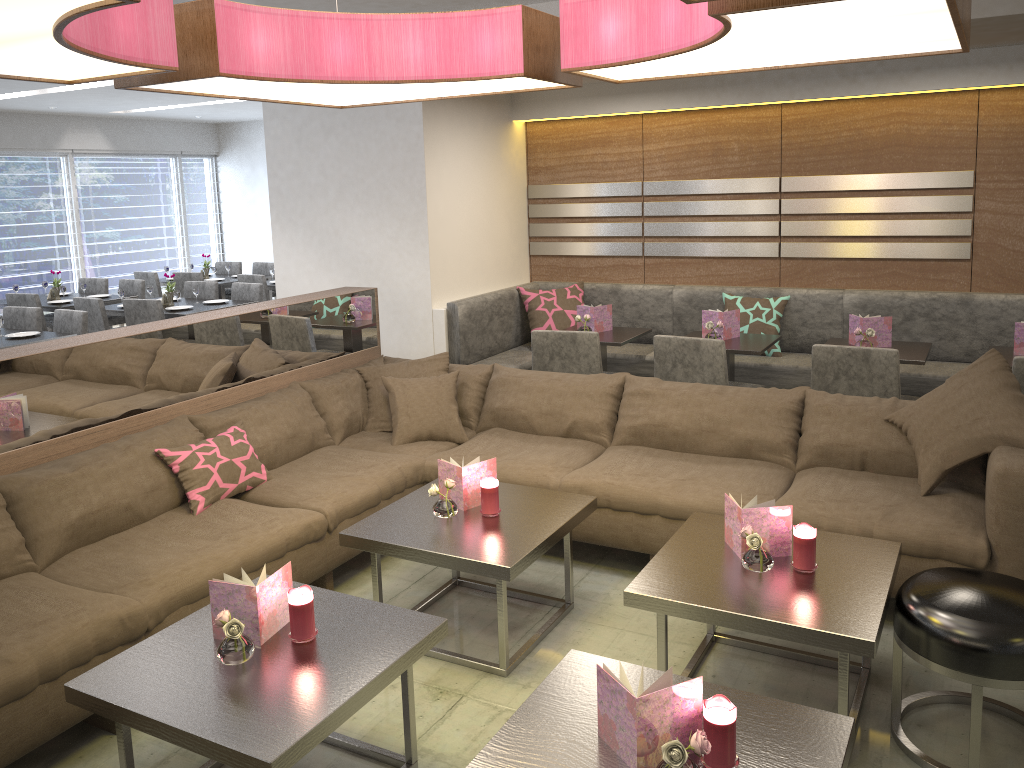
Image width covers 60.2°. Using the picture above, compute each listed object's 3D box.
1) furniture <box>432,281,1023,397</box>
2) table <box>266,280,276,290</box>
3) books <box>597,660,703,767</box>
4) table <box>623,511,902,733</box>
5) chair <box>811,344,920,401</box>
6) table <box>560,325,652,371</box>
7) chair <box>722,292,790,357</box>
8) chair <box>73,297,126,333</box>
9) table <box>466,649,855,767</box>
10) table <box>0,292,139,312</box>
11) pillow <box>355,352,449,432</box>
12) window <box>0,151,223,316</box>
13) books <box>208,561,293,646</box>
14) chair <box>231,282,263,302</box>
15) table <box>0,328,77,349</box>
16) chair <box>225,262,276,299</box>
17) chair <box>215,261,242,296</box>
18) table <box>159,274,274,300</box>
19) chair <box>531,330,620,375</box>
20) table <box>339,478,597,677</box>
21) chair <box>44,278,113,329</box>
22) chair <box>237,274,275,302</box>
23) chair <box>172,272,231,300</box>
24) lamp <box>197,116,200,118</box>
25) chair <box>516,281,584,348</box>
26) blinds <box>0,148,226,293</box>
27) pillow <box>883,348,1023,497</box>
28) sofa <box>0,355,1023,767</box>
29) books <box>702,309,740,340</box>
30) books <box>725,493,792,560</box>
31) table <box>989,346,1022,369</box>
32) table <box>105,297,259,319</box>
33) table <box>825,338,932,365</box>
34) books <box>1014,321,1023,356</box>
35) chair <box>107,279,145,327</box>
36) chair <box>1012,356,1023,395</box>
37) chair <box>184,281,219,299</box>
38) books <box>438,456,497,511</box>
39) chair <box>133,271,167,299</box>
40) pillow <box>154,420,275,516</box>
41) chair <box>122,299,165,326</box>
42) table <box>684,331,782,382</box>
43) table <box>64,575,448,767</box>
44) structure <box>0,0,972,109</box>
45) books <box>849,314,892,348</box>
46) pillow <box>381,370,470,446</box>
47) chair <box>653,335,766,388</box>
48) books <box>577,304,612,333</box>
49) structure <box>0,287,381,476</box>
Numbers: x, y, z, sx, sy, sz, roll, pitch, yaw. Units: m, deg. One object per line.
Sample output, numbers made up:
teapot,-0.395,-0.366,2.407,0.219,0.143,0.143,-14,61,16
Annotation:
furniture,1.601,0.325,3.323,5.658,0.843,4.306,5,14,28
table,-2.000,-0.738,9.062,1.191,0.627,0.786,5,13,28
books,0.278,0.655,1.791,0.158,0.162,0.144,-7,12,-26
table,0.764,0.734,2.630,0.659,0.407,0.665,4,13,28
chair,1.690,0.155,4.273,0.478,0.753,0.497,4,11,31
table,0.515,0.018,5.293,0.507,0.647,0.511,4,12,29
chair,1.486,-0.357,5.471,0.427,0.391,0.221,4,11,29
chair,-3.264,-0.364,7.321,0.478,0.753,0.497,5,12,33
table,0.283,0.947,1.762,0.659,0.407,0.665,4,13,28
table,-4.184,-0.479,8.248,1.191,0.627,0.786,5,13,28
pillow,-0.504,0.057,4.300,0.526,0.389,0.295,-2,10,-2
window,-5.011,-1.810,10.827,0.159,2.047,3.702,3,13,28
books,-0.647,0.573,2.295,0.258,0.162,0.145,-3,10,-7
chair,-2.450,-0.474,7.683,0.478,0.753,0.497,5,12,33
table,-3.673,0.003,6.040,1.191,0.627,0.786,5,13,28
chair,-2.929,-0.970,9.952,0.478,0.753,0.497,5,12,33
chair,-3.403,-1.014,10.220,0.477,0.753,0.498,2,11,24
table,-3.331,-0.856,9.789,1.191,0.627,0.786,5,13,28
chair,0.373,0.039,4.985,0.477,0.753,0.498,2,10,21
table,-0.129,0.655,3.117,0.659,0.407,0.665,4,13,28
chair,-4.256,-0.637,8.678,0.477,0.753,0.498,2,11,24
chair,-2.411,-0.742,8.862,0.478,0.753,0.497,5,12,33
chair,-3.253,-0.831,9.387,0.477,0.753,0.498,2,11,24
lamp,-3.877,-3.299,10.923,0.089,0.007,0.090,-6,13,-16
chair,0.309,-0.453,5.930,0.492,0.422,0.298,-5,10,-18
blinds,-4.915,-1.830,10.781,0.045,2.017,3.693,3,13,28
pillow,1.615,0.135,3.125,0.624,0.506,0.301,8,14,42
sofa,-0.218,0.654,2.552,3.185,0.667,3.810,5,14,28
books,1.174,-0.337,4.968,0.158,0.162,0.144,-11,14,-40
books,0.753,0.431,2.710,0.157,0.162,0.145,-3,10,-6
table,2.531,0.198,4.192,0.507,0.647,0.511,4,12,29
table,-2.853,-0.360,7.521,1.191,0.627,0.786,5,13,28
table,1.859,0.138,4.559,0.507,0.647,0.511,4,12,29
books,2.514,-0.218,4.236,0.158,0.162,0.144,-11,14,-40
chair,-3.782,-0.592,8.410,0.478,0.753,0.497,5,12,33
chair,2.381,0.219,3.889,0.477,0.753,0.498,3,11,25
chair,-2.925,-0.518,7.951,0.477,0.753,0.498,2,11,24
books,-0.161,0.349,3.211,0.158,0.162,0.144,-11,14,-40
chair,-3.742,-0.860,9.589,0.478,0.753,0.497,5,12,33
pillow,-1.134,0.317,3.413,0.180,0.249,0.469,3,13,24
chair,-2.775,-0.335,7.119,0.477,0.753,0.498,2,11,24
table,1.187,0.078,4.926,0.507,0.647,0.511,4,12,29
table,-0.609,0.867,2.249,0.659,0.407,0.665,4,13,28
structure,-0.270,-1.147,2.170,2.451,0.611,2.471,5,14,28
books,1.861,-0.276,4.593,0.157,0.162,0.145,-3,10,-6
pillow,-0.401,0.123,4.122,0.381,0.319,0.238,-5,10,-16
chair,1.022,0.094,4.645,0.478,0.753,0.497,5,12,35
books,0.499,-0.398,5.337,0.158,0.162,0.144,-11,14,-40
structure,-1.724,0.353,3.360,0.224,0.995,3.818,3,13,28
